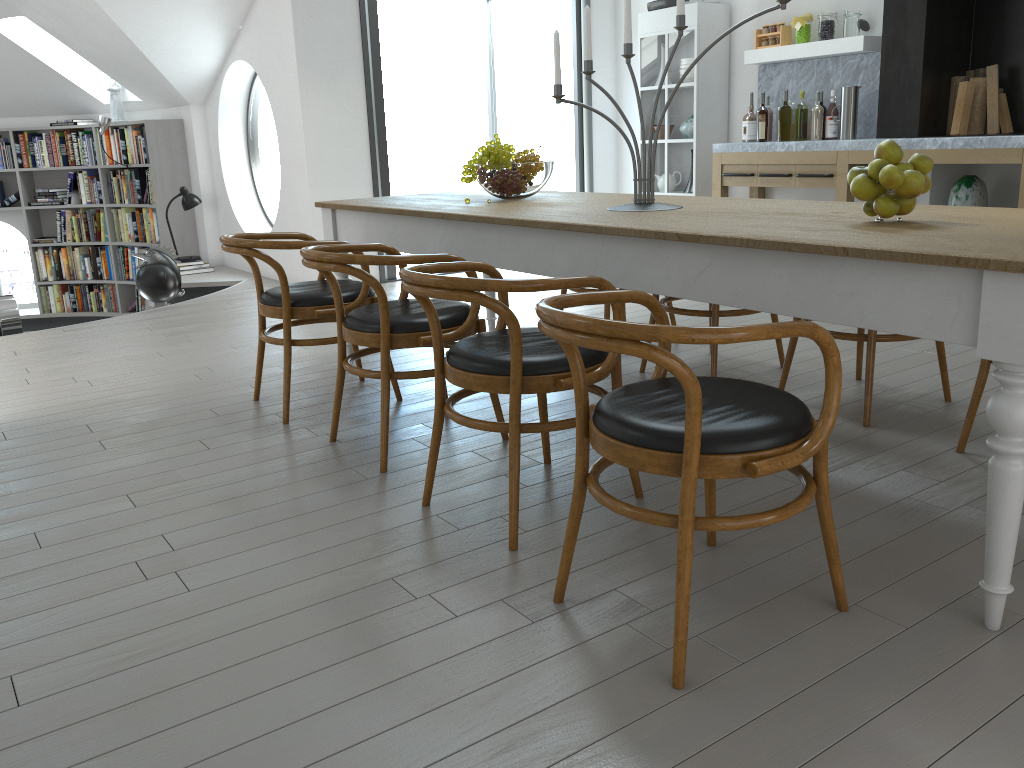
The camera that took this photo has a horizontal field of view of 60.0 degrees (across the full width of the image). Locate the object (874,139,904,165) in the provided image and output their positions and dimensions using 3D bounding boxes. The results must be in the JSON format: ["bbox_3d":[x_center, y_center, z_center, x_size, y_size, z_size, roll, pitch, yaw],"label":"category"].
[{"bbox_3d":[0.997,-0.610,2.344,0.072,0.074,0.073,-12,18,-33],"label":"object"}]

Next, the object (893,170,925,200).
[{"bbox_3d":[1.027,-0.515,2.293,0.077,0.076,0.077,4,16,22],"label":"object"}]

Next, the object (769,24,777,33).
[{"bbox_3d":[1.890,-2.565,6.407,0.058,0.075,0.059,-5,15,-11],"label":"object"}]

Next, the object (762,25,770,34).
[{"bbox_3d":[1.851,-2.578,6.461,0.058,0.075,0.059,-5,15,-11],"label":"object"}]

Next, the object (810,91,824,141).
[{"bbox_3d":[2.085,-1.830,6.061,0.086,0.328,0.086,-9,16,-25],"label":"object"}]

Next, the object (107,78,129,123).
[{"bbox_3d":[-3.845,-2.771,8.593,0.179,0.469,0.180,-9,16,-25],"label":"object"}]

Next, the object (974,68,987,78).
[{"bbox_3d":[3.008,-1.793,5.716,0.111,0.455,0.090,-12,17,-33],"label":"object"}]

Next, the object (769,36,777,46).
[{"bbox_3d":[1.893,-2.481,6.428,0.058,0.075,0.059,-5,15,-11],"label":"object"}]

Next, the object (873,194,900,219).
[{"bbox_3d":[0.982,-0.466,2.326,0.063,0.063,0.064,-9,16,-23],"label":"object"}]

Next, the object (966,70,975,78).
[{"bbox_3d":[2.973,-1.820,5.775,0.088,0.422,0.068,-7,15,-20],"label":"object"}]

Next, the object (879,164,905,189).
[{"bbox_3d":[0.972,-0.530,2.269,0.062,0.063,0.063,2,15,17],"label":"object"}]

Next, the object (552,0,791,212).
[{"bbox_3d":[0.513,-1.030,2.984,0.776,0.869,0.267,6,16,29],"label":"object"}]

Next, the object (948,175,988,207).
[{"bbox_3d":[2.935,-1.093,5.720,0.231,0.495,0.232,-1,14,7],"label":"object"}]

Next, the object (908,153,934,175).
[{"bbox_3d":[1.077,-0.578,2.337,0.062,0.059,0.062,-12,18,-33],"label":"object"}]

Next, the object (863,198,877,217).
[{"bbox_3d":[0.976,-0.478,2.396,0.050,0.050,0.051,-11,17,-30],"label":"object"}]

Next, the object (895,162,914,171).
[{"bbox_3d":[1.028,-0.557,2.329,0.053,0.050,0.053,5,16,26],"label":"object"}]

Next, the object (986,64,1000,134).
[{"bbox_3d":[3.016,-1.774,5.535,0.078,0.424,0.149,-2,14,1],"label":"object"}]

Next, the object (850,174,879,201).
[{"bbox_3d":[0.932,-0.520,2.343,0.070,0.072,0.071,3,16,19],"label":"object"}]

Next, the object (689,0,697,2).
[{"bbox_3d":[1.383,-2.991,6.763,0.054,0.195,0.054,-5,14,-9],"label":"object"}]

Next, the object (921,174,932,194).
[{"bbox_3d":[1.072,-0.524,2.324,0.051,0.052,0.053,-16,20,-41],"label":"object"}]

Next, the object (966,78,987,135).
[{"bbox_3d":[2.934,-1.749,5.612,0.130,0.364,0.072,-6,15,-16],"label":"object"}]

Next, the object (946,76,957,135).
[{"bbox_3d":[2.834,-1.787,5.695,0.075,0.356,0.057,-7,15,-20],"label":"object"}]

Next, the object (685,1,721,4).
[{"bbox_3d":[1.440,-2.909,6.795,0.295,0.024,0.151,-5,16,-10],"label":"object"}]

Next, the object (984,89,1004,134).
[{"bbox_3d":[3.064,-1.729,5.655,0.105,0.294,0.111,6,16,29],"label":"object"}]

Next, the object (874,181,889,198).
[{"bbox_3d":[0.998,-0.527,2.426,0.060,0.055,0.060,-14,19,-38],"label":"object"}]

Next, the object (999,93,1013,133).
[{"bbox_3d":[3.096,-1.700,5.582,0.057,0.250,0.114,-11,16,-30],"label":"object"}]

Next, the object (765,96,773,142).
[{"bbox_3d":[1.871,-1.943,6.501,0.086,0.328,0.086,-9,16,-25],"label":"object"}]

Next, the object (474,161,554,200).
[{"bbox_3d":[0.006,-0.887,3.876,0.360,0.158,0.362,8,18,34],"label":"object"}]

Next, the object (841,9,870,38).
[{"bbox_3d":[2.270,-2.385,5.868,0.207,0.176,0.104,-6,15,-12],"label":"object"}]

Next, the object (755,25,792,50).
[{"bbox_3d":[1.892,-2.504,6.420,0.121,0.145,0.238,-12,18,-33],"label":"object"}]

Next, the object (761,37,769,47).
[{"bbox_3d":[1.854,-2.495,6.481,0.058,0.075,0.059,-5,15,-11],"label":"object"}]

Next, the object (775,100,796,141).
[{"bbox_3d":[1.986,-1.888,6.352,0.184,0.284,0.185,-5,15,-10],"label":"object"}]

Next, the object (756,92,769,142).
[{"bbox_3d":[1.785,-1.896,6.322,0.093,0.356,0.093,-2,14,0],"label":"object"}]

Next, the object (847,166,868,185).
[{"bbox_3d":[0.945,-0.556,2.397,0.071,0.063,0.072,-15,19,-40],"label":"object"}]

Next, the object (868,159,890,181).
[{"bbox_3d":[0.960,-0.560,2.319,0.058,0.057,0.053,-8,16,-19],"label":"object"}]

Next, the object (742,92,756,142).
[{"bbox_3d":[1.752,-1.956,6.509,0.085,0.357,0.089,-6,14,-13],"label":"object"}]

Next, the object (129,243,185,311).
[{"bbox_3d":[-2.758,-0.816,6.903,0.321,0.559,0.322,5,16,27],"label":"object"}]

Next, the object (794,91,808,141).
[{"bbox_3d":[2.019,-1.867,6.185,0.092,0.337,0.092,-6,15,-16],"label":"object"}]

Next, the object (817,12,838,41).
[{"bbox_3d":[2.144,-2.430,6.038,0.120,0.181,0.121,-7,15,-19],"label":"object"}]

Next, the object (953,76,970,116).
[{"bbox_3d":[2.855,-1.767,5.643,0.131,0.364,0.068,-8,15,-20],"label":"object"}]

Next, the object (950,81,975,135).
[{"bbox_3d":[2.827,-1.725,5.561,0.081,0.334,0.149,11,20,44],"label":"object"}]

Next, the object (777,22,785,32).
[{"bbox_3d":[1.928,-2.551,6.353,0.058,0.075,0.059,-5,15,-11],"label":"object"}]

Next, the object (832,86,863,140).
[{"bbox_3d":[2.235,-1.806,5.913,0.114,0.337,0.165,-11,16,-30],"label":"object"}]

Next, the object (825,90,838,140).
[{"bbox_3d":[2.195,-1.840,6.075,0.081,0.327,0.082,-4,14,-7],"label":"object"}]

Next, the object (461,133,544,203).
[{"bbox_3d":[-0.025,-0.946,3.859,0.292,0.282,0.396,3,16,19],"label":"object"}]

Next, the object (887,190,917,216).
[{"bbox_3d":[1.039,-0.488,2.370,0.078,0.073,0.081,0,15,10],"label":"object"}]

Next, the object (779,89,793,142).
[{"bbox_3d":[1.901,-1.861,6.164,0.092,0.356,0.093,0,14,9],"label":"object"}]

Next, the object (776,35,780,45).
[{"bbox_3d":[1.932,-2.468,6.374,0.058,0.075,0.059,-5,15,-11],"label":"object"}]

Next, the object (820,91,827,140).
[{"bbox_3d":[2.145,-1.865,6.168,0.086,0.328,0.086,-9,16,-25],"label":"object"}]

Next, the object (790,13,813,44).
[{"bbox_3d":[2.027,-2.475,6.195,0.128,0.198,0.164,-14,19,-38],"label":"object"}]
